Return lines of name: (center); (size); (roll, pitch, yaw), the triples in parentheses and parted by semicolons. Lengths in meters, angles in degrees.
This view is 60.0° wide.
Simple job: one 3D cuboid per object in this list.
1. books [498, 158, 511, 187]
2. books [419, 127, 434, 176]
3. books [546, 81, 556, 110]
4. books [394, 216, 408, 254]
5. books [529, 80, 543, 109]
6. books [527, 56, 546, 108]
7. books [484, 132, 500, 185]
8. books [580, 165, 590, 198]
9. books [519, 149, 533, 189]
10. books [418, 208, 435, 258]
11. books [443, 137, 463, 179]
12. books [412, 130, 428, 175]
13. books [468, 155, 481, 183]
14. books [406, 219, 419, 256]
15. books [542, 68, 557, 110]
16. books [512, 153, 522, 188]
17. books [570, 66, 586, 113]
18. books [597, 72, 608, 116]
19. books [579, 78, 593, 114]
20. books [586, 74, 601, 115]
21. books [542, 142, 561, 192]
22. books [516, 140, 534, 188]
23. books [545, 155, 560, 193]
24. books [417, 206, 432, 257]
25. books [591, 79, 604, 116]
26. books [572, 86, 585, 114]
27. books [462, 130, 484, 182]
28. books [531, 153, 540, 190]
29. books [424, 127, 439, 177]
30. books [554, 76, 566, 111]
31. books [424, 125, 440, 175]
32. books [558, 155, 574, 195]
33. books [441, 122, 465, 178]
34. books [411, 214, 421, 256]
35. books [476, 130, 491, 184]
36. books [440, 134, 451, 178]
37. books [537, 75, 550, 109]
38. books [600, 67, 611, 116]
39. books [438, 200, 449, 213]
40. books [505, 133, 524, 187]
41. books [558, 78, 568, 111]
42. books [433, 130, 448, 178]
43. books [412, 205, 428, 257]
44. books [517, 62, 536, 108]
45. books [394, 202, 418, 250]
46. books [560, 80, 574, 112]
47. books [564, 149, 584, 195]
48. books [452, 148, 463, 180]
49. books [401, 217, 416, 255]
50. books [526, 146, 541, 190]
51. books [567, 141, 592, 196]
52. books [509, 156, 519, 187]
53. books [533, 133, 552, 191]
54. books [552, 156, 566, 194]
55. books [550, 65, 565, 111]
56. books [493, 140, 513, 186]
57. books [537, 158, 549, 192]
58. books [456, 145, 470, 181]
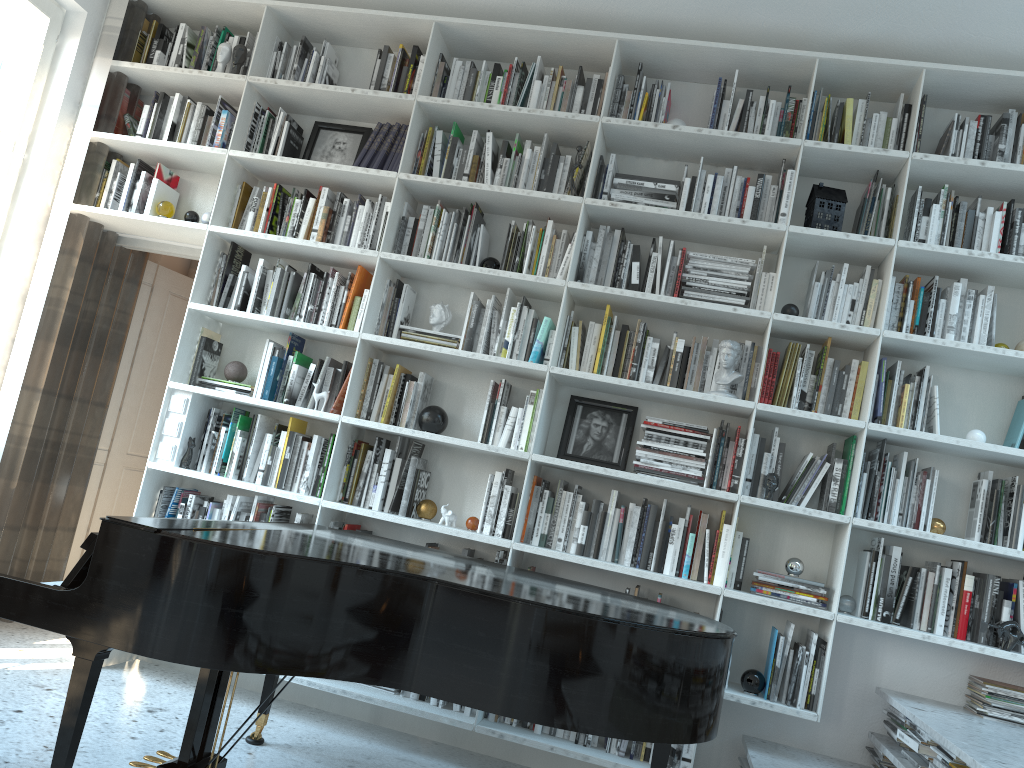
books: (-0.025, -0.911, 4.040); (0.028, 0.179, 0.168); (11, -7, 12)
books: (-0.387, -1.029, 4.130); (0.013, 0.283, 0.159); (11, -7, 12)
books: (0.188, -1.256, 4.074); (0.029, 0.213, 0.142); (11, -7, 12)
books: (-0.494, -0.642, 4.080); (0.015, 0.207, 0.186); (11, -7, 12)
books: (0.115, -1.260, 4.070); (0.031, 0.190, 0.182); (11, -7, 12)
books: (0.107, -1.324, 4.089); (0.014, 0.315, 0.166); (11, -7, 12)
books: (-0.091, -0.977, 4.054); (0.075, 0.285, 0.178); (11, -7, 12)
books: (0.335, -0.858, 3.985); (0.028, 0.211, 0.135); (11, -7, 12)
books: (0.071, -0.918, 4.011); (0.021, 0.226, 0.192); (11, -7, 12)
books: (-0.371, -0.647, 4.059); (0.024, 0.262, 0.178); (11, -7, 12)
books: (-0.264, -0.987, 4.090); (0.031, 0.241, 0.181); (11, -7, 12)
books: (-0.410, -1.021, 4.118); (0.023, 0.256, 0.175); (11, -7, 12)
books: (-0.163, -0.935, 4.079); (0.034, 0.180, 0.160); (11, -7, 12)
books: (-0.441, -0.635, 4.093); (0.024, 0.219, 0.140); (11, -7, 12)
books: (0.171, -1.289, 4.073); (0.014, 0.268, 0.156); (11, -7, 12)
books: (0.031, -0.915, 4.030); (0.010, 0.208, 0.174); (11, -7, 12)
books: (0.294, -1.276, 4.039); (0.013, 0.285, 0.160); (11, -7, 12)
books: (0.412, -1.245, 4.011); (0.014, 0.266, 0.172); (11, -7, 12)
books: (0.338, -1.243, 4.029); (0.026, 0.236, 0.149); (11, -7, 12)
books: (0.368, -1.248, 4.033); (0.029, 0.260, 0.151); (11, -7, 12)
books: (0.176, -0.927, 4.022); (0.022, 0.290, 0.147); (11, -7, 12)
books: (0.059, -0.947, 4.043); (0.026, 0.286, 0.138); (11, -7, 12)
books: (0.190, -0.891, 3.993); (0.030, 0.217, 0.183); (11, -7, 12)
books: (-0.387, -0.657, 4.062); (0.012, 0.276, 0.157); (11, -7, 12)
books: (0.387, -1.230, 4.005); (0.026, 0.225, 0.172); (11, -7, 12)
books: (0.303, -1.224, 4.022); (0.031, 0.184, 0.177); (11, -7, 12)
books: (-0.181, -0.997, 4.082); (0.023, 0.293, 0.156); (11, -7, 12)
books: (0.117, -0.910, 4.017); (0.013, 0.230, 0.142); (11, -7, 12)
books: (-0.363, -1.027, 4.123); (0.010, 0.287, 0.148); (11, -7, 12)
books: (0.224, -1.260, 4.047); (0.021, 0.228, 0.161); (11, -7, 12)
books: (-0.368, -1.035, 4.149); (0.014, 0.308, 0.130); (11, -7, 12)
books: (0.242, -0.889, 4.002); (0.024, 0.236, 0.153); (11, -7, 12)
books: (-0.277, -1.026, 4.097); (0.012, 0.314, 0.171); (11, -7, 12)
books: (-0.424, -0.644, 4.078); (0.012, 0.239, 0.134); (11, -7, 12)
books: (-0.125, -0.995, 4.090); (0.013, 0.315, 0.135); (11, -7, 12)
books: (-0.292, -1.000, 4.105); (0.011, 0.259, 0.157); (11, -7, 12)
books: (0.149, -1.276, 4.075); (0.026, 0.235, 0.134); (11, -7, 12)
books: (0.433, -1.253, 4.003); (0.026, 0.288, 0.176); (11, -7, 12)
books: (-0.347, -0.668, 4.071); (0.011, 0.316, 0.155); (11, -7, 12)
books: (0.008, -0.969, 4.044); (0.012, 0.307, 0.145); (11, -7, 12)
books: (0.236, -1.249, 4.030); (0.013, 0.206, 0.178); (11, -7, 12)
books: (-0.326, -1.012, 4.121); (0.067, 0.274, 0.168); (11, -7, 12)
books: (-0.404, -0.661, 4.070); (0.026, 0.279, 0.151); (11, -7, 12)
books: (0.069, -1.311, 4.081); (0.052, 0.272, 0.173); (11, -7, 12)
books: (-0.495, -0.679, 4.104); (0.012, 0.284, 0.160); (11, -7, 12)
books: (0.253, -1.243, 4.023); (0.026, 0.200, 0.187); (11, -7, 12)
books: (0.280, -0.898, 3.977); (0.055, 0.263, 0.167); (11, -7, 12)
books: (-0.239, -0.960, 4.095); (0.024, 0.201, 0.153); (11, -7, 12)
books: (-0.466, -0.642, 4.100); (0.029, 0.224, 0.136); (11, -7, 12)
books: (0.101, -0.927, 4.026); (0.028, 0.260, 0.136); (11, -7, 12)
books: (0.298, -0.914, 3.976); (0.058, 0.302, 0.175); (11, -7, 12)
books: (0.020, -0.915, 4.059); (0.024, 0.212, 0.128); (11, -7, 12)
books: (0.136, -0.950, 4.009); (0.011, 0.313, 0.184); (11, -7, 12)
books: (0.216, -0.888, 3.991); (0.022, 0.222, 0.161); (11, -7, 12)
books: (0.209, -1.283, 4.046); (0.014, 0.266, 0.192); (11, -7, 12)
books: (-0.041, -0.956, 4.058); (0.027, 0.264, 0.169); (11, -7, 12)
books: (0.146, -0.895, 4.020); (0.024, 0.213, 0.150); (11, -7, 12)
books: (-0.213, -0.965, 4.083); (0.029, 0.218, 0.158); (11, -7, 12)
